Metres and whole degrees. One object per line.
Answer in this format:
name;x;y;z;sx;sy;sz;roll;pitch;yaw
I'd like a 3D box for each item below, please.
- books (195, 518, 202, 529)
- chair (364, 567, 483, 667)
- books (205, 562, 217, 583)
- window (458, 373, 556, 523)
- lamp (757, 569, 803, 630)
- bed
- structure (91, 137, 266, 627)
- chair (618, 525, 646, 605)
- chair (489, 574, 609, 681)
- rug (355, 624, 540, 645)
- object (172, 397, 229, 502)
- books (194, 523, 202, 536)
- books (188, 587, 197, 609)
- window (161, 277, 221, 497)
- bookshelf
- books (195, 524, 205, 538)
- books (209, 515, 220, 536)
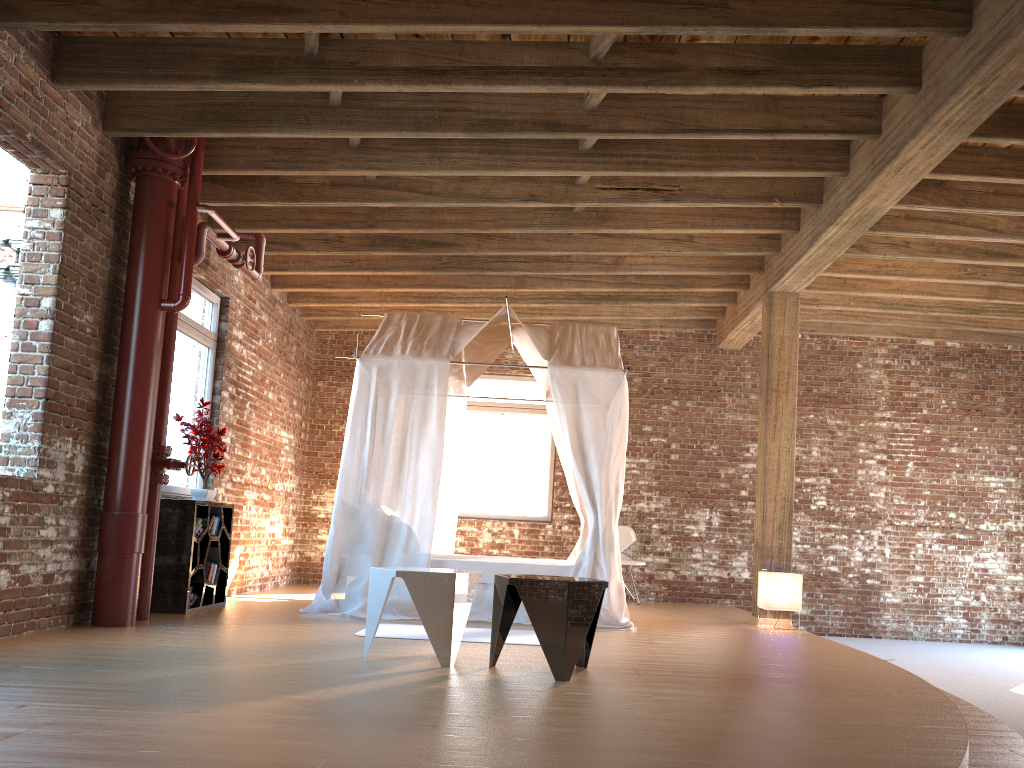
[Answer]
books;-2.449;1.067;6.690;0.135;0.108;0.154;3;-8;1
chair;-0.485;1.265;4.841;0.551;0.486;0.604;9;-10;-35
books;-2.461;1.510;7.052;0.135;0.179;0.203;3;-8;1
window;-0.113;0.776;10.863;1.330;1.835;0.171;3;-5;-1
lamp;2.890;2.087;7.914;1.408;0.775;0.356;4;-6;-8
bed;-0.203;0.158;8.152;2.698;3.853;2.490;3;-7;0
structure;-2.338;-0.041;6.484;0.583;3.437;1.992;3;-6;1
chair;1.277;2.096;10.296;0.543;0.890;0.572;3;-7;1
chair;0.190;1.261;4.621;0.523;0.486;0.636;-4;-11;44
rug;-0.302;1.733;6.116;1.448;0.007;0.860;3;-10;1
object;-2.463;0.511;6.989;0.402;0.834;0.412;4;-6;-4
books;-2.451;1.104;6.700;0.135;0.108;0.154;3;-8;1
books;-2.480;1.616;6.690;0.135;0.158;0.249;3;-9;1
window;-2.689;-0.003;7.140;0.169;1.834;1.342;3;-7;2
bookshelf;-2.525;1.351;6.978;0.296;0.838;0.854;3;-8;2
books;-2.450;1.126;6.756;0.135;0.113;0.157;3;-8;1
books;-2.440;1.128;7.033;0.135;0.164;0.243;3;-8;1
